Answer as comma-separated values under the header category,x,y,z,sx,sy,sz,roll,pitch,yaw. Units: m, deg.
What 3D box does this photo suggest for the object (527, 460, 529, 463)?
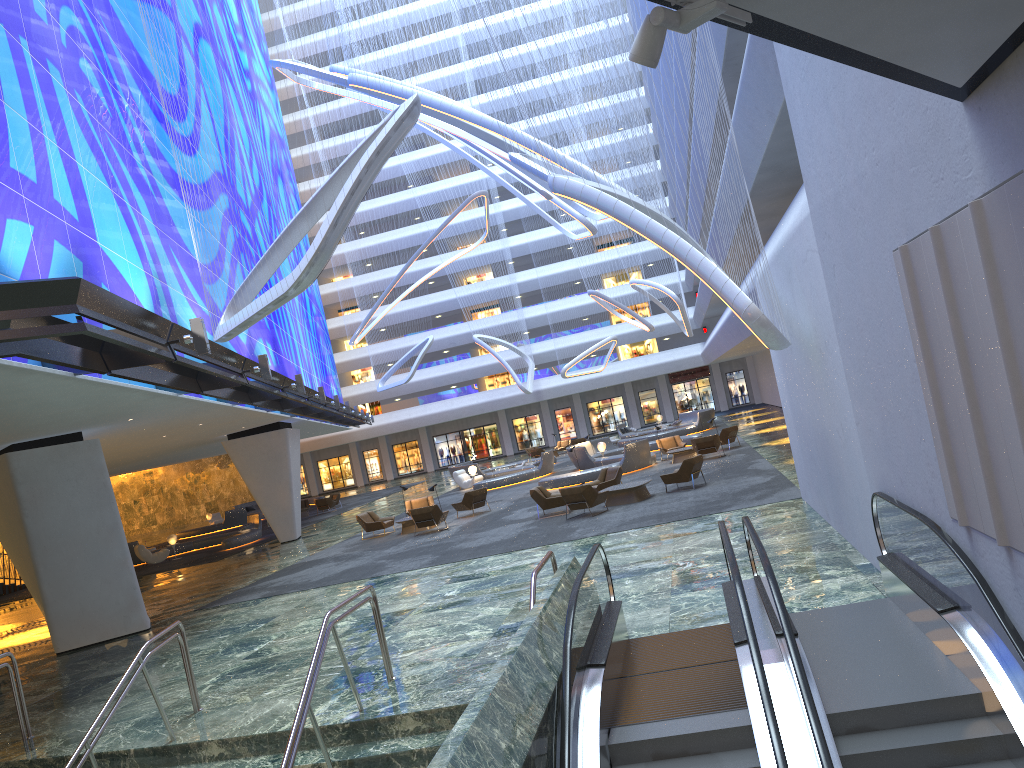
category,x,y,z,sx,sy,sz,roll,pitch,yaw
object,0.785,3.722,42.709,0.071,0.118,0.151,-12,-2,21

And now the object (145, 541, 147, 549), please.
category,x,y,z,sx,sy,sz,roll,pitch,yaw
object,-16.088,7.081,38.938,0.076,0.355,0.066,-12,0,3

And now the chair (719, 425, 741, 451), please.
category,x,y,z,sx,sy,sz,roll,pitch,yaw
chair,7.384,1.907,30.866,0.942,0.766,0.926,-14,-2,44

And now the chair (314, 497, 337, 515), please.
category,x,y,z,sx,sy,sz,roll,pitch,yaw
chair,-9.214,6.003,43.798,0.930,0.766,0.938,-12,-2,9

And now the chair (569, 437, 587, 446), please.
category,x,y,z,sx,sy,sz,roll,pitch,yaw
chair,3.776,3.456,49.978,0.928,0.766,0.940,-12,-2,-11

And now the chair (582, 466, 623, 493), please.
category,x,y,z,sx,sy,sz,roll,pitch,yaw
chair,2.481,2.674,23.705,0.936,0.766,0.932,-11,-2,-28

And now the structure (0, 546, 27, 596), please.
category,x,y,z,sx,sy,sz,roll,pitch,yaw
structure,-25.773,6.746,35.580,11.997,6.245,16.478,-12,-2,11

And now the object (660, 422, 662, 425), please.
category,x,y,z,sx,sy,sz,roll,pitch,yaw
object,8.573,2.301,50.823,0.130,0.252,0.103,-12,-1,-6

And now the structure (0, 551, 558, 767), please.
category,x,y,z,sx,sy,sz,roll,pitch,yaw
structure,-4.828,6.849,0.755,9.317,8.396,19.719,-12,-2,11

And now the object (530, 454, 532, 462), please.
category,x,y,z,sx,sy,sz,roll,pitch,yaw
object,0.896,3.579,42.775,0.066,0.355,0.077,-12,0,-22

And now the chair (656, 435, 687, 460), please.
category,x,y,z,sx,sy,sz,roll,pitch,yaw
chair,5.743,2.302,31.886,0.929,0.766,0.940,-12,-2,-6

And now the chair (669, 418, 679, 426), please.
category,x,y,z,sx,sy,sz,roll,pitch,yaw
chair,9.331,2.227,49.166,0.942,0.766,0.926,-14,-2,44

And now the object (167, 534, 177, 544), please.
category,x,y,z,sx,sy,sz,roll,pitch,yaw
object,-13.310,6.085,34.722,0.319,0.387,0.366,-13,-1,18

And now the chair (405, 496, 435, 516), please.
category,x,y,z,sx,sy,sz,roll,pitch,yaw
chair,-2.854,3.990,27.856,0.929,0.766,0.940,-12,-2,-6

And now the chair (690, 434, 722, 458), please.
category,x,y,z,sx,sy,sz,roll,pitch,yaw
chair,6.299,2.049,28.584,0.931,0.766,0.937,-13,-2,17

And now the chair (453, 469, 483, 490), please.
category,x,y,z,sx,sy,sz,roll,pitch,yaw
chair,-1.920,4.189,39.225,1.161,0.882,0.727,-13,-1,30

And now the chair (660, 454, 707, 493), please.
category,x,y,z,sx,sy,sz,roll,pitch,yaw
chair,4.253,2.221,21.933,0.942,0.766,0.926,-13,-2,35

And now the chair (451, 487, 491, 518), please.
category,x,y,z,sx,sy,sz,roll,pitch,yaw
chair,-1.214,3.596,26.836,0.942,0.766,0.926,-14,-2,44

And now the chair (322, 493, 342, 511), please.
category,x,y,z,sx,sy,sz,roll,pitch,yaw
chair,-9.337,6.109,45.758,0.935,0.766,0.933,-11,-2,-41

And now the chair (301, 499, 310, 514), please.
category,x,y,z,sx,sy,sz,roll,pitch,yaw
chair,-10.976,6.477,46.131,0.927,0.766,0.941,-12,-2,-16

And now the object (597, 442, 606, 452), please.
category,x,y,z,sx,sy,sz,roll,pitch,yaw
object,3.531,2.462,34.822,0.367,0.387,0.317,-13,-1,18

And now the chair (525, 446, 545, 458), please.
category,x,y,z,sx,sy,sz,roll,pitch,yaw
chair,1.344,4.043,51.560,0.926,0.766,0.942,-11,-2,-36

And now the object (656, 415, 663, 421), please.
category,x,y,z,sx,sy,sz,roll,pitch,yaw
object,8.897,2.067,53.420,0.366,0.387,0.318,-12,-1,-7

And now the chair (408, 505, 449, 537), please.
category,x,y,z,sx,sy,sz,roll,pitch,yaw
chair,-2.298,3.737,24.553,0.931,0.766,0.937,-13,-2,17

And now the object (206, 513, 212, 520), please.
category,x,y,z,sx,sy,sz,roll,pitch,yaw
object,-17.432,7.631,51.030,0.367,0.387,0.317,-13,-1,18

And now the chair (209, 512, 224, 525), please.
category,x,y,z,sx,sy,sz,roll,pitch,yaw
chair,-17.273,8.008,51.935,0.726,0.881,1.161,-11,-2,-35

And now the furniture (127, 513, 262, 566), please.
category,x,y,z,sx,sy,sz,roll,pitch,yaw
furniture,-14.645,6.744,36.568,9.957,0.969,5.173,-13,-2,28

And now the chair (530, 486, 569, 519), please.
category,x,y,z,sx,sy,sz,roll,pitch,yaw
chair,1.015,2.938,22.435,0.940,0.766,0.928,-12,-2,13

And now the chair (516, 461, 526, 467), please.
category,x,y,z,sx,sy,sz,roll,pitch,yaw
chair,-0.050,4.132,42.982,1.780,0.501,0.587,-11,-2,-25

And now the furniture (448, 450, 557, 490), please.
category,x,y,z,sx,sy,sz,roll,pitch,yaw
furniture,-0.568,3.869,40.440,5.187,0.969,9.930,-12,-2,3

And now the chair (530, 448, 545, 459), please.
category,x,y,z,sx,sy,sz,roll,pitch,yaw
chair,1.605,3.874,48.749,0.935,0.766,0.933,-11,-2,-38

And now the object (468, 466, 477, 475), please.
category,x,y,z,sx,sy,sz,roll,pitch,yaw
object,-1.697,3.731,38.370,0.366,0.387,0.318,-12,-1,-7

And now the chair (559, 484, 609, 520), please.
category,x,y,z,sx,sy,sz,roll,pitch,yaw
chair,1.696,2.728,20.865,0.933,0.766,0.936,-13,-2,38

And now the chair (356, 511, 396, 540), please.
category,x,y,z,sx,sy,sz,roll,pitch,yaw
chair,-4.094,4.210,26.696,0.941,0.766,0.928,-13,-2,19

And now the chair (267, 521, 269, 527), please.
category,x,y,z,sx,sy,sz,roll,pitch,yaw
chair,-11.663,6.514,43.395,0.937,0.766,0.932,-12,-2,-18

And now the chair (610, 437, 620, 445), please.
category,x,y,z,sx,sy,sz,roll,pitch,yaw
chair,5.653,3.131,48.608,0.489,0.501,0.589,-11,-2,-45

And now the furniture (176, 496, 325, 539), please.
category,x,y,z,sx,sy,sz,roll,pitch,yaw
furniture,-15.564,7.583,52.458,5.201,0.969,9.903,-13,-3,28

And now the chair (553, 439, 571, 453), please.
category,x,y,z,sx,sy,sz,roll,pitch,yaw
chair,3.010,3.693,51.778,0.932,0.766,0.936,-13,-2,29

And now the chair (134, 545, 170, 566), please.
category,x,y,z,sx,sy,sz,roll,pitch,yaw
chair,-14.120,6.637,34.803,1.153,0.882,0.731,-11,-2,-35

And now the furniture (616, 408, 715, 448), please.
category,x,y,z,sx,sy,sz,roll,pitch,yaw
furniture,8.280,2.278,48.224,5.190,0.969,9.924,-12,-2,7
